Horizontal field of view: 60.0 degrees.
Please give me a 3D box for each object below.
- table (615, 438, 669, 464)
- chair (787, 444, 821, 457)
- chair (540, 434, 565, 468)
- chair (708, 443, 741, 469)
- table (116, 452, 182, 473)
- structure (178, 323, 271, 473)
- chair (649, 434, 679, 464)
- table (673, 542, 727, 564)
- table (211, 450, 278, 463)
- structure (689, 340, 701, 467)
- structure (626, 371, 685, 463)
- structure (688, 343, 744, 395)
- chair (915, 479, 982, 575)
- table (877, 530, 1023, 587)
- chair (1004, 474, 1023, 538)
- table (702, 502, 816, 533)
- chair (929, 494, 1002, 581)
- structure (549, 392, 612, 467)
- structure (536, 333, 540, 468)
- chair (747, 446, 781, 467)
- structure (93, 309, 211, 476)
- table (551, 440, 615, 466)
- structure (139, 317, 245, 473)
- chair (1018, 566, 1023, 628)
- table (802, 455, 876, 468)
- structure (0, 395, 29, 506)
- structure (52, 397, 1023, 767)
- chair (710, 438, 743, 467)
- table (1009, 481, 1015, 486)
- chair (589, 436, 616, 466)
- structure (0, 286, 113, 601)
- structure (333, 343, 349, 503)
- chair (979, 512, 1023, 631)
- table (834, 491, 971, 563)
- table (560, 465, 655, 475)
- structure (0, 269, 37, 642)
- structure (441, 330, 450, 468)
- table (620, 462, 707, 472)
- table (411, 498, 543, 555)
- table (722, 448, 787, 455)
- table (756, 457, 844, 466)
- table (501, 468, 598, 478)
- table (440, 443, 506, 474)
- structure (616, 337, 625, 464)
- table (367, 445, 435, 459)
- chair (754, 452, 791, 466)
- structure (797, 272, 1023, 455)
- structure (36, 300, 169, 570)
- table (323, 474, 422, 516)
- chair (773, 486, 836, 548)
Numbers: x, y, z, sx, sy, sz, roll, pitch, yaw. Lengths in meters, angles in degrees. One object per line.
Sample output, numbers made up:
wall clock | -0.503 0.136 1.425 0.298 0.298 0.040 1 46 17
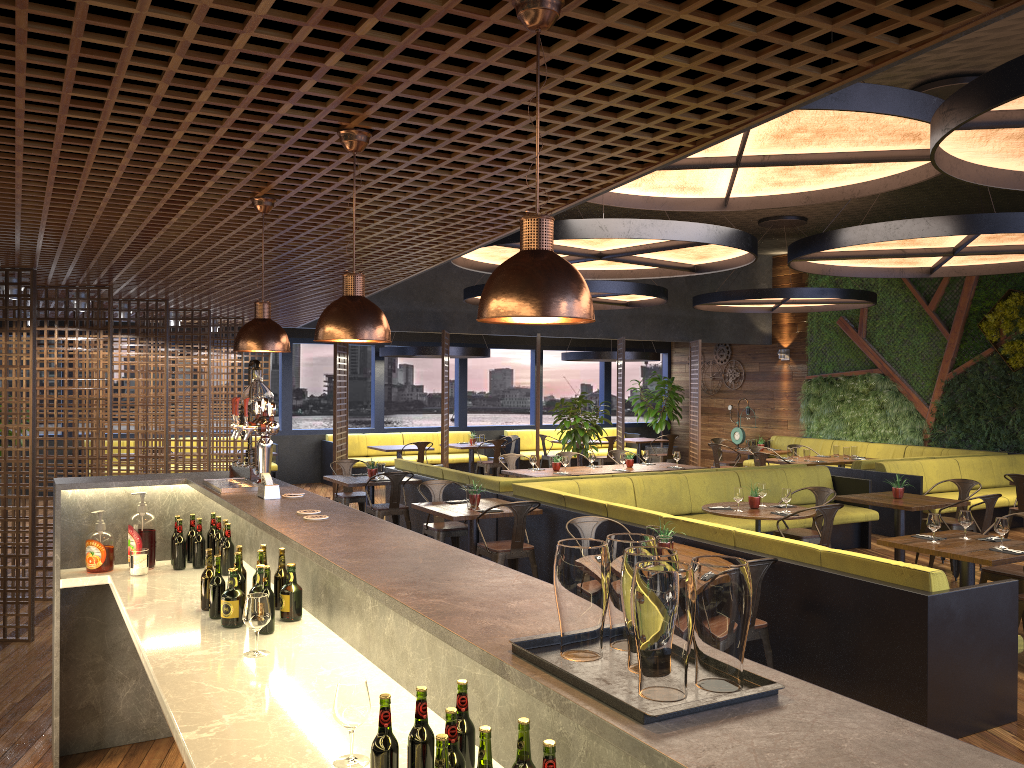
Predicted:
table | 2.591 1.507 17.994 0.887 0.763 0.906 0 0 -29
chair | 4.741 1.449 14.336 0.504 0.917 0.541 0 0 -29
chair | 0.784 1.418 17.036 0.541 0.917 0.504 0 0 -29
chair | 3.567 1.441 14.853 0.541 0.917 0.504 0 0 -29
table | -5.522 1.460 13.448 0.887 0.763 0.906 0 0 -29
structure | -4.055 0.503 12.468 1.319 2.700 0.050 0 0 1
chair | 2.990 1.432 17.415 0.504 0.917 0.541 0 0 -29
table | 0.982 1.518 5.776 0.887 0.763 0.906 0 0 -29
table | -4.300 1.467 14.132 0.887 0.763 0.906 0 0 -29
structure | 3.396 0.547 16.469 0.050 2.700 0.852 0 0 1
structure | 3.301 0.799 19.709 1.493 2.184 1.272 0 0 -29
structure | 4.414 -0.352 19.360 0.058 1.178 1.791 0 0 -29
chair | 4.551 1.457 9.200 0.541 0.917 0.504 0 0 -29
table | 3.305 1.533 6.393 0.906 0.763 0.887 0 0 -29
chair | 5.883 1.465 10.033 0.541 0.917 0.504 0 0 -29
table | 2.246 1.522 8.100 1.007 0.760 1.007 0 0 8
chair | 4.260 1.457 8.294 0.504 0.917 0.541 0 0 -29
structure | 1.055 1.004 14.415 0.993 1.763 1.166 0 0 31
structure | 0.430 0.530 14.808 0.050 2.700 0.852 0 0 1
chair | 3.983 1.445 13.911 0.504 0.917 0.541 0 0 -29
structure | -4.086 0.507 10.060 1.319 2.700 0.050 0 0 1
table | 1.369 1.500 17.313 0.906 0.763 0.887 0 0 -29
structure | -4.071 0.505 11.264 1.319 2.700 0.050 0 0 1
chair | 3.611 1.457 5.793 0.504 0.917 0.541 0 0 -29
table | 5.123 1.532 13.766 0.887 0.763 0.906 0 0 -29
structure | -7.894 0.945 13.531 0.993 1.763 1.166 0 0 31
structure | -0.663 0.545 1.821 2.700 2.700 9.298 0 0 -29
chair | 3.837 1.441 15.860 0.504 0.917 0.541 0 0 -29
table | 6.520 1.548 10.368 0.887 0.763 0.906 0 0 -29
chair | 1.742 1.425 16.716 0.504 0.917 0.541 0 0 -29
structure | -4.117 0.511 7.653 1.319 2.700 0.050 0 0 1
structure | -2.536 0.512 13.146 0.050 2.700 0.852 0 0 1
chair | 3.870 1.457 6.740 0.541 0.917 0.504 0 0 -29
table | 3.903 1.532 8.902 0.887 0.763 0.906 0 0 -29
table | 1.258 1.509 11.775 0.906 0.763 0.887 0 0 -29
structure | -4.133 0.513 6.450 1.319 2.700 0.050 0 0 1
structure | -1.053 0.521 13.977 0.050 2.700 0.852 0 0 1
table | 2.044 1.514 12.221 0.906 0.763 0.887 0 0 -29
table | -0.337 1.505 8.131 0.887 0.763 0.906 0 0 -29
table | 4.251 1.524 15.214 0.887 0.763 0.906 0 0 -29
table | 4.309 1.527 13.310 0.887 0.763 0.906 0 0 -29
table | 0.467 1.505 11.332 0.906 0.763 0.887 0 0 -29
table | -0.724 1.488 16.140 0.906 0.763 0.887 0 0 -29
structure | 1.913 0.539 15.639 0.050 2.700 0.852 0 0 1
table | -1.945 1.481 15.452 0.887 0.763 0.906 0 0 -29
chair | 3.820 1.446 12.951 0.541 0.917 0.504 0 0 -29
structure | 7.805 -0.364 13.211 0.918 4.593 9.182 0 0 -30
structure | -4.102 0.509 8.857 1.319 2.700 0.050 0 0 1
table | -1.661 1.491 10.484 0.887 0.763 0.906 0 0 -29
chair | 2.766 1.446 8.395 0.541 0.917 0.504 0 0 -29
